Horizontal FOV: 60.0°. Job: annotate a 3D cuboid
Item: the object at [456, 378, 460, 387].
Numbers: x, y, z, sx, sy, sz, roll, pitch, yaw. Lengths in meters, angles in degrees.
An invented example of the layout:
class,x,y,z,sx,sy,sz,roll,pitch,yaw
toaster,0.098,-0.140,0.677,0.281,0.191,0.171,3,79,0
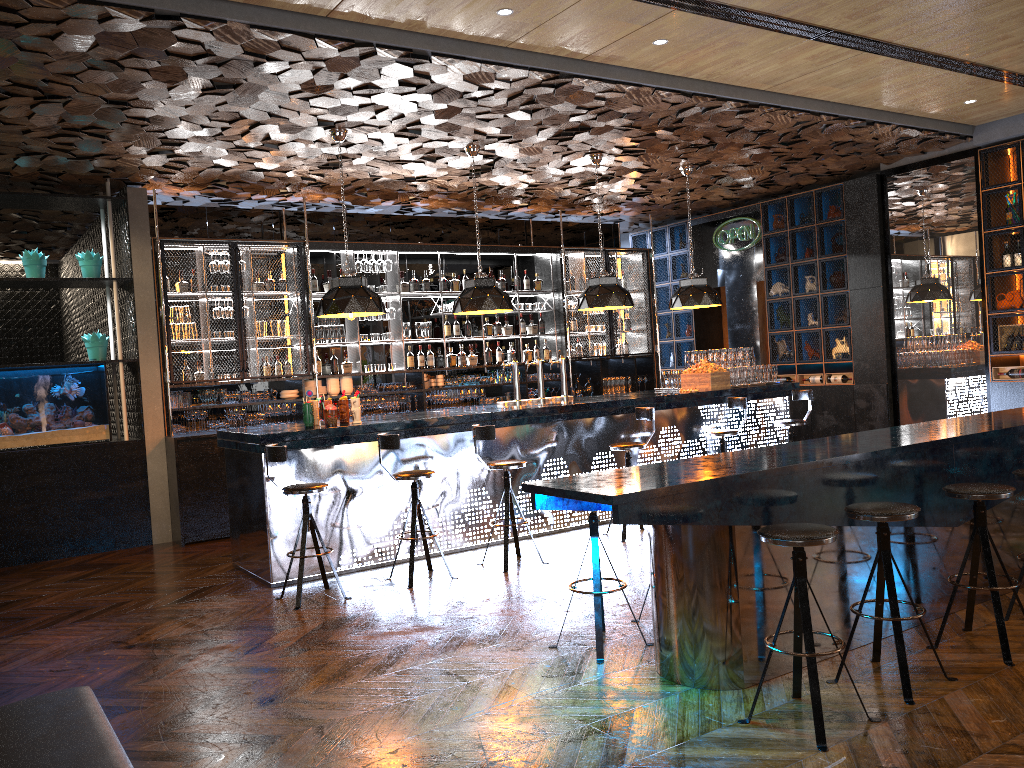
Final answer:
class,x,y,z,sx,sy,sz,roll,pitch,yaw
object,-0.683,-0.019,10.960,0.067,0.099,0.058,-4,1,3

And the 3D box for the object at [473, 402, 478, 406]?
class,x,y,z,sx,sy,sz,roll,pitch,yaw
object,-0.488,0.166,11.362,0.091,0.229,0.091,-5,2,-35

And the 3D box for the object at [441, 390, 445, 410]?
class,x,y,z,sx,sy,sz,roll,pitch,yaw
object,-0.843,0.197,10.841,0.058,0.234,0.058,-3,1,10

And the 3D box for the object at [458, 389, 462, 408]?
class,x,y,z,sx,sy,sz,roll,pitch,yaw
object,-0.638,0.180,11.127,0.091,0.229,0.091,-4,1,-12

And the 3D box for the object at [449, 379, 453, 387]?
class,x,y,z,sx,sy,sz,roll,pitch,yaw
object,-0.751,-0.014,10.951,0.058,0.099,0.067,-3,1,27

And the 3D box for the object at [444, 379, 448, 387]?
class,x,y,z,sx,sy,sz,roll,pitch,yaw
object,-0.824,-0.013,11.100,0.058,0.099,0.067,-3,1,18

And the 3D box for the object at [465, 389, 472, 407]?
class,x,y,z,sx,sy,sz,roll,pitch,yaw
object,-0.557,0.174,11.179,0.091,0.229,0.091,-4,1,-1

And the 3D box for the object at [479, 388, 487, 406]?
class,x,y,z,sx,sy,sz,roll,pitch,yaw
object,-0.367,0.162,11.165,0.091,0.229,0.091,-3,1,29

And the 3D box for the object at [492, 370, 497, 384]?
class,x,y,z,sx,sy,sz,roll,pitch,yaw
object,-0.215,-0.094,11.343,0.115,0.172,0.101,-4,1,-23

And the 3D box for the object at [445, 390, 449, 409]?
class,x,y,z,sx,sy,sz,roll,pitch,yaw
object,-0.800,0.193,10.880,0.058,0.234,0.058,-4,1,-29

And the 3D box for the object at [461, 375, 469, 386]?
class,x,y,z,sx,sy,sz,roll,pitch,yaw
object,-0.593,-0.042,11.160,0.100,0.125,0.100,-3,1,15

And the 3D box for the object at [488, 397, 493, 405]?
class,x,y,z,sx,sy,sz,roll,pitch,yaw
object,-0.276,0.221,11.199,0.067,0.100,0.067,-5,2,-41

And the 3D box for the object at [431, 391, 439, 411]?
class,x,y,z,sx,sy,sz,roll,pitch,yaw
object,-0.934,0.207,10.800,0.108,0.227,0.108,-3,1,27

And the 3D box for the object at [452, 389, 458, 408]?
class,x,y,z,sx,sy,sz,roll,pitch,yaw
object,-0.729,0.185,11.203,0.091,0.229,0.091,-4,1,3

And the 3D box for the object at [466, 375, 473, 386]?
class,x,y,z,sx,sy,sz,roll,pitch,yaw
object,-0.528,-0.044,11.057,0.100,0.125,0.100,-4,1,6

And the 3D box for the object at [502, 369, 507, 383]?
class,x,y,z,sx,sy,sz,roll,pitch,yaw
object,-0.094,-0.103,11.419,0.101,0.172,0.115,-4,1,-3

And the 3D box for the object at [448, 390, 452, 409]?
class,x,y,z,sx,sy,sz,roll,pitch,yaw
object,-0.766,0.191,10.959,0.049,0.231,0.049,-4,1,-24

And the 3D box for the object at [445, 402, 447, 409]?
class,x,y,z,sx,sy,sz,roll,pitch,yaw
object,-0.834,0.193,11.066,0.049,0.231,0.049,-5,2,-43

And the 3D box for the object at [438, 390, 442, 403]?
class,x,y,z,sx,sy,sz,roll,pitch,yaw
object,-0.890,0.196,11.041,0.058,0.234,0.058,-3,1,34

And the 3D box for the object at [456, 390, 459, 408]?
class,x,y,z,sx,sy,sz,roll,pitch,yaw
object,-0.668,0.185,10.943,0.049,0.231,0.049,-5,2,-38

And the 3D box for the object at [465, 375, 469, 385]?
class,x,y,z,sx,sy,sz,roll,pitch,yaw
object,-0.565,-0.048,11.320,0.108,0.126,0.108,-3,1,29

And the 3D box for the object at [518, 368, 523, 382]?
class,x,y,z,sx,sy,sz,roll,pitch,yaw
object,0.086,-0.114,11.392,0.101,0.172,0.115,-4,1,-3

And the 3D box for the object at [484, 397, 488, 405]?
class,x,y,z,sx,sy,sz,roll,pitch,yaw
object,-0.325,0.222,11.301,0.067,0.100,0.067,-5,2,-41

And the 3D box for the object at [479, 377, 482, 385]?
class,x,y,z,sx,sy,sz,roll,pitch,yaw
object,-0.393,-0.042,11.238,0.098,0.097,0.098,-4,1,5

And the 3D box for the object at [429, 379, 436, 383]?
class,x,y,z,sx,sy,sz,roll,pitch,yaw
object,-0.970,-0.030,10.929,0.105,0.069,0.094,-3,1,34

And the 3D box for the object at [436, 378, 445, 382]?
class,x,y,z,sx,sy,sz,roll,pitch,yaw
object,-0.883,-0.034,10.882,0.094,0.069,0.106,-3,1,9

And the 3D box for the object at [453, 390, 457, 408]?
class,x,y,z,sx,sy,sz,roll,pitch,yaw
object,-0.702,0.186,10.999,0.049,0.231,0.049,-4,1,-29

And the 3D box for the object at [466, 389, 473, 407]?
class,x,y,z,sx,sy,sz,roll,pitch,yaw
object,-0.526,0.175,11.065,0.091,0.229,0.091,-3,1,14

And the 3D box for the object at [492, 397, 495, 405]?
class,x,y,z,sx,sy,sz,roll,pitch,yaw
object,-0.255,0.217,11.359,0.067,0.099,0.067,-3,1,29

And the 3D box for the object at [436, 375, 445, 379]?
class,x,y,z,sx,sy,sz,roll,pitch,yaw
object,-0.883,-0.079,10.870,0.094,0.068,0.106,-4,1,-33

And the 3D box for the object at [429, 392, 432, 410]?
class,x,y,z,sx,sy,sz,roll,pitch,yaw
object,-0.996,0.209,10.901,0.108,0.227,0.108,-3,1,22

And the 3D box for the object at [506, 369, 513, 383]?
class,x,y,z,sx,sy,sz,roll,pitch,yaw
object,-0.021,-0.105,11.314,0.101,0.172,0.115,-3,2,42

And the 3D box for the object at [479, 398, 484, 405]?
class,x,y,z,sx,sy,sz,roll,pitch,yaw
object,-0.393,0.224,11.389,0.067,0.100,0.067,-5,2,-41

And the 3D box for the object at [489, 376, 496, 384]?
class,x,y,z,sx,sy,sz,roll,pitch,yaw
object,-0.250,-0.051,11.203,0.098,0.097,0.098,-4,1,1

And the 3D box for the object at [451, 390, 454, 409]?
class,x,y,z,sx,sy,sz,roll,pitch,yaw
object,-0.731,0.190,10.902,0.049,0.231,0.049,-4,1,-21

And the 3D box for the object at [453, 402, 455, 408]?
class,x,y,z,sx,sy,sz,roll,pitch,yaw
object,-0.733,0.187,11.057,0.049,0.231,0.049,-4,1,-25

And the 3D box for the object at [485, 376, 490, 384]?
class,x,y,z,sx,sy,sz,roll,pitch,yaw
object,-0.311,-0.049,11.292,0.098,0.097,0.098,-4,1,-8

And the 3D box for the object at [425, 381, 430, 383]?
class,x,y,z,sx,sy,sz,roll,pitch,yaw
object,-1.070,-0.016,10.775,0.149,0.026,0.148,-4,1,-26

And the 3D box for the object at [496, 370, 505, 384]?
class,x,y,z,sx,sy,sz,roll,pitch,yaw
object,-0.146,-0.096,11.244,0.115,0.172,0.101,-4,1,-3

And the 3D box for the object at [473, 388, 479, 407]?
class,x,y,z,sx,sy,sz,roll,pitch,yaw
object,-0.449,0.169,11.114,0.091,0.229,0.091,-4,1,-6

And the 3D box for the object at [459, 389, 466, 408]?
class,x,y,z,sx,sy,sz,roll,pitch,yaw
object,-0.610,0.181,11.005,0.091,0.229,0.091,-3,2,43

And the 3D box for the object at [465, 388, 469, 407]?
class,x,y,z,sx,sy,sz,roll,pitch,yaw
object,-0.570,0.172,11.305,0.091,0.229,0.091,-3,1,25

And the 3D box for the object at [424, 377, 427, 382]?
class,x,y,z,sx,sy,sz,roll,pitch,yaw
object,-1.068,-0.048,10.775,0.107,0.070,0.094,-4,1,-2

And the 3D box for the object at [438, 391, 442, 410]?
class,x,y,z,sx,sy,sz,roll,pitch,yaw
object,-0.887,0.198,10.913,0.058,0.234,0.058,-4,1,-10

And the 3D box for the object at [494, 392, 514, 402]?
class,x,y,z,sx,sy,sz,roll,pitch,yaw
object,-0.076,0.184,11.461,0.356,0.134,0.206,-4,1,-26

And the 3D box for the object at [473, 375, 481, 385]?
class,x,y,z,sx,sy,sz,roll,pitch,yaw
object,-0.436,-0.052,11.119,0.108,0.126,0.108,-4,1,1

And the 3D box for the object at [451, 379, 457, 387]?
class,x,y,z,sx,sy,sz,roll,pitch,yaw
object,-0.712,-0.015,10.894,0.058,0.099,0.067,-3,1,12

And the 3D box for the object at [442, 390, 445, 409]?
class,x,y,z,sx,sy,sz,roll,pitch,yaw
object,-0.843,0.194,10.965,0.058,0.234,0.058,-4,1,0

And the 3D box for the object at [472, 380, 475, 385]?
class,x,y,z,sx,sy,sz,roll,pitch,yaw
object,-0.497,-0.050,11.217,0.108,0.126,0.108,-5,2,-38

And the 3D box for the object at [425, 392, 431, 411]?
class,x,y,z,sx,sy,sz,roll,pitch,yaw
object,-1.030,0.215,10.737,0.108,0.227,0.108,-5,2,-41

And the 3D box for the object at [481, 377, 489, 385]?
class,x,y,z,sx,sy,sz,roll,pitch,yaw
object,-0.340,-0.044,11.151,0.098,0.097,0.098,-3,2,36

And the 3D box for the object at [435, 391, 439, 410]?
class,x,y,z,sx,sy,sz,roll,pitch,yaw
object,-0.927,0.200,10.974,0.058,0.234,0.058,-3,1,32

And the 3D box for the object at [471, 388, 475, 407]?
class,x,y,z,sx,sy,sz,roll,pitch,yaw
object,-0.477,0.168,11.229,0.091,0.229,0.091,-5,2,-39

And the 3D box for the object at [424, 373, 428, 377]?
class,x,y,z,sx,sy,sz,roll,pitch,yaw
object,-1.079,-0.091,10.768,0.094,0.069,0.106,-4,1,-27

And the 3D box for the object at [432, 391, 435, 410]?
class,x,y,z,sx,sy,sz,roll,pitch,yaw
object,-0.973,0.201,11.045,0.058,0.234,0.058,-4,1,-30

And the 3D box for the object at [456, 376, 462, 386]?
class,x,y,z,sx,sy,sz,roll,pitch,yaw
object,-0.660,-0.040,11.258,0.100,0.125,0.100,-4,1,-20

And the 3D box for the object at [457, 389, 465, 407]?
class,x,y,z,sx,sy,sz,roll,pitch,yaw
object,-0.652,0.179,11.253,0.091,0.229,0.091,-3,1,19

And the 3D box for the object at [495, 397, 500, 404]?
class,x,y,z,sx,sy,sz,roll,pitch,yaw
object,-0.187,0.215,11.254,0.067,0.099,0.067,-3,1,29

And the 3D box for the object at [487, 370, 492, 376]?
class,x,y,z,sx,sy,sz,roll,pitch,yaw
object,-0.276,-0.092,11.449,0.101,0.172,0.115,-3,2,42

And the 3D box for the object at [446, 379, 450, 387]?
class,x,y,z,sx,sy,sz,roll,pitch,yaw
object,-0.785,-0.014,11.044,0.058,0.099,0.067,-4,1,-30
